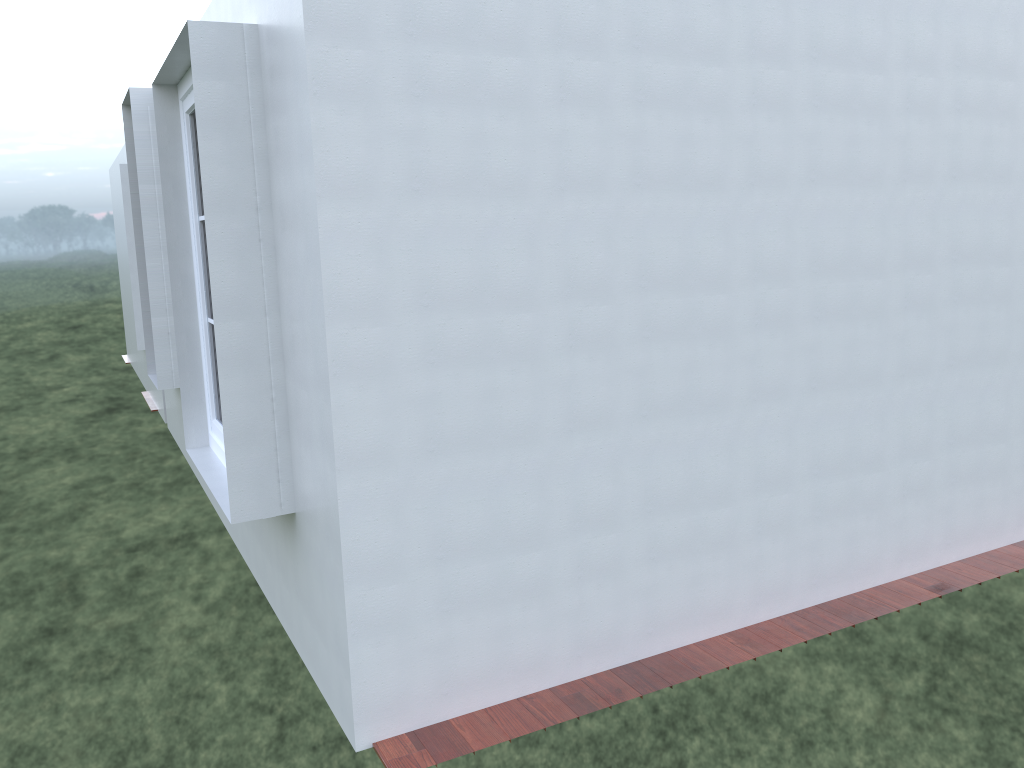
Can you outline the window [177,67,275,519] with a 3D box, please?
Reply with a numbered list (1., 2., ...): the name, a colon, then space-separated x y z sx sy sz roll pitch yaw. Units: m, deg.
1. window: -1.362 -0.533 4.247 0.127 1.971 1.535 -6 9 -26
